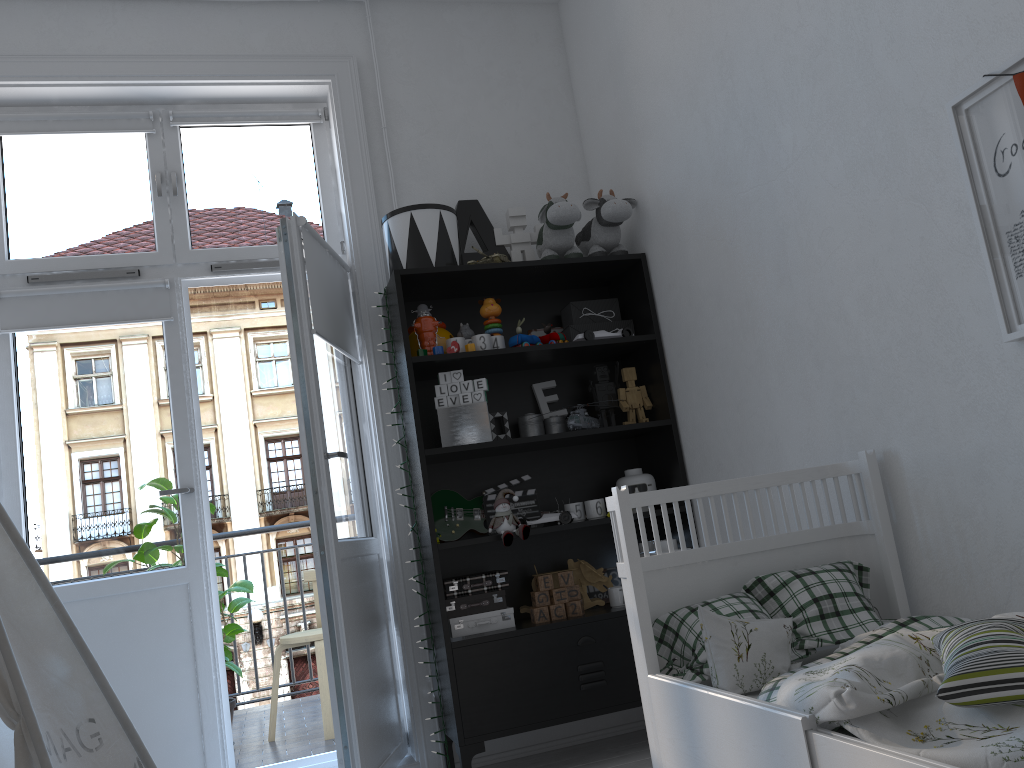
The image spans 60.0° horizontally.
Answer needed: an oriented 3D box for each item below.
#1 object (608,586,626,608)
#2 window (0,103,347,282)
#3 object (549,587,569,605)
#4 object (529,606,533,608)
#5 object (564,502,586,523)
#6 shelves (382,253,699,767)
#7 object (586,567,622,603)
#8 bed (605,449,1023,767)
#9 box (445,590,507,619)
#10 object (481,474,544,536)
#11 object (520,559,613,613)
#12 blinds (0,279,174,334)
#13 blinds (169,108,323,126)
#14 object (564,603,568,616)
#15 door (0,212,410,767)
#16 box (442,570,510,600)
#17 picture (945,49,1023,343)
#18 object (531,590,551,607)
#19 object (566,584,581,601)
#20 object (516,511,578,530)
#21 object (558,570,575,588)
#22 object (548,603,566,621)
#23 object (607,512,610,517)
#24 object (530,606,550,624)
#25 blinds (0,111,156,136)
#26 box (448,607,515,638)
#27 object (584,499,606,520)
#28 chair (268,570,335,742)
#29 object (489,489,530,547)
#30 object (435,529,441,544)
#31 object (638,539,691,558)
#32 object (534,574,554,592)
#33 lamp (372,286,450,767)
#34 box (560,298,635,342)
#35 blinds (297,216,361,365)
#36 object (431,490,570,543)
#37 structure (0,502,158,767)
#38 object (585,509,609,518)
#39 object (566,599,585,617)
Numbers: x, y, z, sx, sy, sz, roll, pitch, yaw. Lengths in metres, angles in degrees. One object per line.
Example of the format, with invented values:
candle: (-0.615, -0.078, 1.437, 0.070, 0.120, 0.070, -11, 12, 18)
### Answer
object: (0.365, 0.727, 3.030, 0.067, 0.067, 0.067, -8, -9, -2)
window: (-1.286, -0.737, 3.308, 1.262, 0.659, 0.101, -6, -9, -16)
object: (0.155, 0.706, 2.956, 0.050, 0.050, 0.050, -6, -10, -16)
object: (0.092, 0.771, 2.984, 0.050, 0.050, 0.050, -6, -10, -16)
object: (0.219, 0.448, 3.085, 0.067, 0.067, 0.067, -8, -9, -2)
shelves: (0.129, 0.426, 3.079, 0.911, 1.675, 0.354, -6, -9, -16)
object: (0.313, 0.739, 3.227, 0.347, 0.120, 0.034, -6, -9, -16)
bed: (0.747, 0.479, 1.389, 0.670, 0.831, 1.406, -6, -10, -16)
box: (-0.142, 0.735, 2.964, 0.215, 0.062, 0.179, -6, -10, -16)
object: (-0.002, 0.427, 3.146, 0.200, 0.199, 0.048, -6, -9, -16)
object: (0.186, 0.710, 3.105, 0.337, 0.185, 0.111, -9, -9, -1)
blinds: (-1.504, -0.277, 3.135, 0.565, 0.158, 0.032, -6, -9, -16)
blinds: (-1.019, -1.029, 3.418, 0.565, 0.060, 0.032, -6, -9, -16)
object: (0.203, 0.760, 3.020, 0.050, 0.050, 0.050, -6, -10, -16)
door: (-1.041, 0.432, 2.877, 1.263, 1.836, 0.637, -6, -9, -14)
box: (-0.134, 0.673, 2.980, 0.215, 0.062, 0.179, -6, -10, -16)
picture: (1.003, -0.389, 1.398, 0.030, 0.492, 0.704, -6, -10, -16)
object: (0.096, 0.716, 2.959, 0.050, 0.050, 0.050, -6, -10, -16)
object: (0.199, 0.706, 2.997, 0.050, 0.050, 0.050, -6, -10, -16)
object: (0.111, 0.463, 3.011, 0.230, 0.048, 0.099, -10, -9, 8)
object: (0.182, 0.657, 2.988, 0.050, 0.050, 0.050, -9, -9, 3)
object: (0.148, 0.756, 2.944, 0.050, 0.050, 0.050, -7, -9, -11)
object: (0.337, 0.425, 3.016, 0.031, 0.054, 0.042, -15, -11, 33)
object: (0.092, 0.762, 2.927, 0.050, 0.050, 0.050, -6, -10, -16)
blinds: (-1.610, -0.953, 3.243, 0.565, 0.087, 0.032, -6, -9, -16)
box: (-0.115, 0.793, 2.959, 0.215, 0.062, 0.179, -6, -10, -16)
object: (0.288, 0.433, 3.057, 0.067, 0.067, 0.067, -8, -9, -2)
chair: (-0.866, 1.218, 4.113, 0.437, 0.714, 0.498, -14, -10, 28)
object: (-0.013, 0.429, 2.861, 0.110, 0.185, 0.129, -4, -10, -29)
object: (-0.261, 0.516, 3.004, 0.042, 0.054, 0.031, -8, -9, -6)
object: (0.526, 0.650, 3.117, 0.132, 0.199, 0.267, -6, -10, -16)
object: (0.107, 0.664, 2.964, 0.050, 0.050, 0.050, -6, -10, -16)
lamp: (0.087, 0.438, 3.132, 0.985, 1.682, 0.096, -6, -9, -19)
box: (0.312, -0.214, 3.306, 0.251, 0.189, 0.179, -6, -10, -16)
blinds: (-0.621, -0.304, 3.081, 0.032, 0.390, 0.566, -9, -9, 3)
object: (-0.043, 0.467, 3.155, 0.542, 0.239, 0.093, -6, -9, -16)
structure: (-1.443, 0.494, 2.193, 1.143, 1.747, 1.145, -1, -12, -40)
object: (0.293, 0.475, 3.216, 0.163, 0.034, 0.070, -6, -10, -16)
object: (0.211, 0.749, 2.963, 0.050, 0.050, 0.050, -11, -9, 13)
